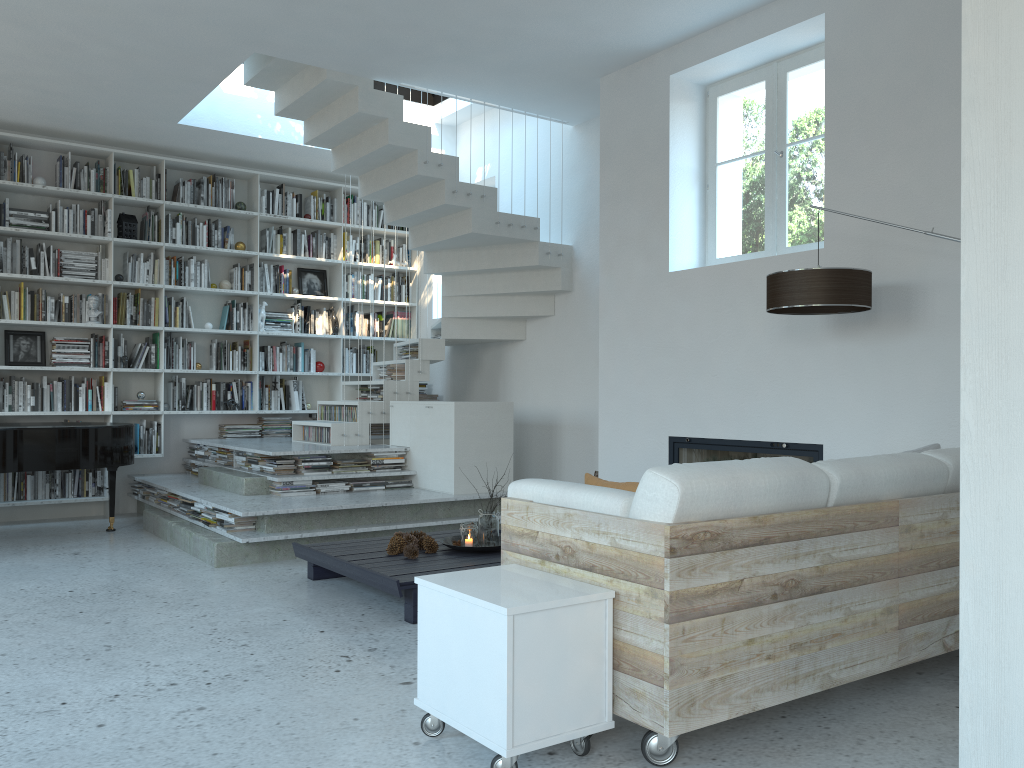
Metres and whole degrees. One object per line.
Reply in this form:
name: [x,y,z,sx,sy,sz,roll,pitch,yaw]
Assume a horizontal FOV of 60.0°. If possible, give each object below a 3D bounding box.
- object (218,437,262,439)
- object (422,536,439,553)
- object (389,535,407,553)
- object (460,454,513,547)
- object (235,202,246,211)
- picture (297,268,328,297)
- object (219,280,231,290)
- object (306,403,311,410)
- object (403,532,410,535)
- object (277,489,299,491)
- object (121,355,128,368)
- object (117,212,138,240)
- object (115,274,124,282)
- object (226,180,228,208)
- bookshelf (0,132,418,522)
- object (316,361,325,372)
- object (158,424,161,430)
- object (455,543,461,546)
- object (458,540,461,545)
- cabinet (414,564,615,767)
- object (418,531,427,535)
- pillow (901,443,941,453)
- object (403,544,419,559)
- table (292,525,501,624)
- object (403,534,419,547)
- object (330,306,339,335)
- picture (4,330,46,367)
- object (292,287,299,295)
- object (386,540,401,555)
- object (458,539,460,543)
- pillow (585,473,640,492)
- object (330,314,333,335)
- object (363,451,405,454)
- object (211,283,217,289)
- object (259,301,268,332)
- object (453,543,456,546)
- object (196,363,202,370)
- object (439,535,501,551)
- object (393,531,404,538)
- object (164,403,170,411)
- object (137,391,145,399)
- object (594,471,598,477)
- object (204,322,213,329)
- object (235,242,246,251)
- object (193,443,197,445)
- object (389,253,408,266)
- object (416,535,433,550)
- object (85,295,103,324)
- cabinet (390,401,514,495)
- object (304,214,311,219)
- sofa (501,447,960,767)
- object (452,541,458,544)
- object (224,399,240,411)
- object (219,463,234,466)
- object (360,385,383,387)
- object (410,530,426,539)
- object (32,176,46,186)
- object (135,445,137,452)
object: [-2.556,0.503,8.327,0.345,0.007,0.193,1,-1,-40]
object: [-0.444,0.879,4.829,0.083,0.100,0.092,0,0,-30]
object: [-0.626,0.876,4.834,0.114,0.101,0.110,0,-1,37]
object: [-0.132,0.647,4.878,0.309,0.522,0.435,0,0,-5]
object: [-2.522,-1.641,8.240,0.104,0.105,0.104,0,0,14]
picture: [-1.978,-0.995,8.806,0.300,0.300,0.077,1,0,-35]
object: [-2.668,-0.912,8.245,0.111,0.113,0.111,0,-1,32]
object: [-2.008,0.220,8.713,0.071,0.072,0.071,0,0,14]
object: [-0.598,0.889,5.070,0.078,0.084,0.098,1,-1,-35]
object: [-1.583,0.751,6.364,0.204,0.004,0.140,1,-1,-32]
object: [-3.316,-0.189,7.598,0.054,0.113,0.079,0,0,-37]
object: [-3.336,-1.358,7.690,0.135,0.248,0.135,0,0,45]
object: [-3.379,-0.909,7.626,0.071,0.072,0.071,0,0,14]
object: [-2.672,-1.739,8.254,0.006,0.298,0.129,0,0,-35]
bookshelf: [-3.636,-0.412,7.494,6.297,3.142,0.330,1,0,-35]
object: [-1.907,-0.167,8.756,0.115,0.116,0.115,0,-1,32]
object: [-3.119,0.481,7.836,0.011,0.260,0.142,0,0,-35]
object: [-0.299,0.892,4.891,0.035,0.035,0.030,0,0,-12]
object: [-0.285,0.888,4.920,0.038,0.043,0.039,0,0,25]
cabinet: [-0.005,0.838,2.645,0.380,0.487,0.502,1,-1,-35]
object: [-0.506,0.882,5.044,0.078,0.101,0.086,0,0,29]
pillow: [1.524,0.446,3.569,0.595,0.407,0.239,1,-1,-40]
object: [-0.525,0.880,4.644,0.081,0.083,0.098,1,-1,-30]
table: [-0.370,1.009,4.890,1.270,0.218,1.257,1,-1,-35]
object: [-0.563,0.871,4.871,0.094,0.108,0.108,0,0,22]
object: [-1.748,-0.618,8.725,0.087,0.288,0.075,0,0,0]
picture: [-4.035,-0.292,7.351,0.300,0.300,0.077,1,0,-35]
object: [-2.115,-0.895,8.603,0.091,0.092,0.091,0,0,14]
object: [-0.637,0.884,4.759,0.082,0.085,0.082,0,0,-21]
object: [-0.296,0.894,5.009,0.031,0.035,0.031,1,-1,-35]
pillow: [0.388,0.464,2.909,0.200,0.339,0.462,1,-1,-41]
object: [-1.826,-0.581,8.839,0.022,0.211,0.179,0,0,-35]
object: [-1.004,0.517,6.904,0.284,0.030,0.177,1,-1,-35]
object: [-2.749,-0.892,8.159,0.068,0.068,0.068,0,-1,32]
object: [-2.334,-0.627,8.287,0.087,0.288,0.075,0,0,0]
object: [-0.316,0.896,4.928,0.026,0.027,0.030,0,-1,22]
object: [-2.869,-0.159,8.091,0.071,0.072,0.071,0,0,14]
object: [-0.191,0.890,4.941,0.429,0.038,0.429,0,-1,5]
object: [-0.625,0.864,4.918,0.090,0.106,0.097,0,0,-14]
object: [-3.097,0.203,7.924,0.071,0.072,0.071,0,0,14]
object: [-3.234,0.099,7.730,0.071,0.072,0.071,0,0,14]
object: [0.745,0.651,6.052,0.096,0.094,0.442,1,-1,-38]
object: [-2.776,-0.527,8.113,0.071,0.072,0.071,0,0,14]
object: [-2.527,-1.273,8.244,0.100,0.102,0.100,0,-1,32]
object: [-2.808,0.542,8.083,0.131,0.025,0.290,1,-1,-33]
object: [-1.178,-1.272,9.145,0.203,0.137,0.095,0,0,-19]
object: [-0.491,0.880,4.927,0.106,0.086,0.091,0,-1,-21]
object: [-3.528,-0.623,7.478,0.138,0.244,0.137,0,0,20]
cabinet: [-0.501,0.469,6.907,0.551,0.668,0.993,1,-1,-35]
object: [-1.987,-1.617,8.617,0.071,0.072,0.071,0,0,14]
sofa: [1.067,0.670,3.378,2.195,0.854,0.871,1,-1,-35]
object: [-0.319,0.892,4.970,0.035,0.035,0.030,1,-1,-37]
object: [-2.565,0.190,8.120,0.064,0.114,0.160,0,-1,42]
object: [-2.307,0.663,7.356,0.145,0.010,0.266,1,-1,-39]
object: [-1.265,0.019,8.022,0.161,0.025,0.174,1,-1,-31]
object: [-0.529,0.873,4.984,0.099,0.102,0.097,0,0,25]
object: [-3.905,-1.661,7.325,0.104,0.106,0.105,0,-1,32]
object: [-3.295,0.560,7.670,0.093,0.095,0.094,0,0,14]
